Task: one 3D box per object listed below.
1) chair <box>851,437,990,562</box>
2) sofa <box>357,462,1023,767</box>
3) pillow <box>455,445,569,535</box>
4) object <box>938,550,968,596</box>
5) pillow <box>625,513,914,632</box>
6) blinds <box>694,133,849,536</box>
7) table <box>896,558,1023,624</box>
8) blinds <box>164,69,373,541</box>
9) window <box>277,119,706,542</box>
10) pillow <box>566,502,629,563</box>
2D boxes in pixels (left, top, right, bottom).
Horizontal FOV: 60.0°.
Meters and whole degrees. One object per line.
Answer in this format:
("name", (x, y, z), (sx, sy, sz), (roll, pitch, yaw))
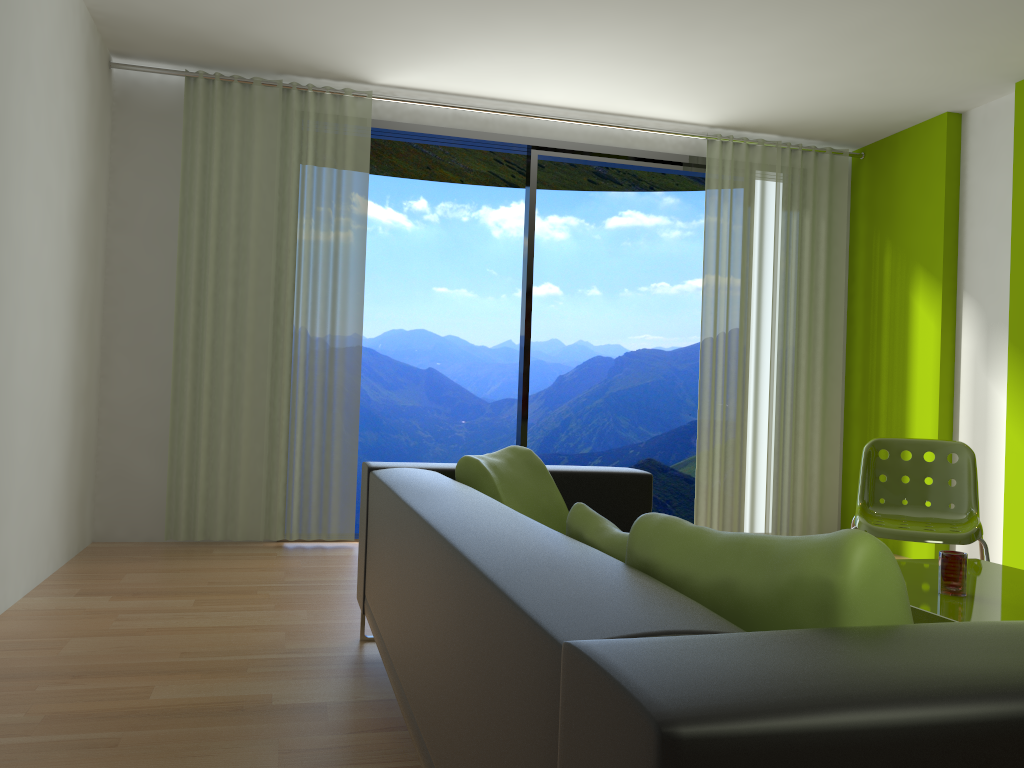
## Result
("chair", (1.675, 0.611, 3.681), (0.640, 0.759, 0.546), (2, -1, 24))
("sofa", (0.290, 0.592, 2.015), (1.061, 0.639, 2.583), (2, -1, -14))
("pillow", (-0.011, 0.385, 2.838), (0.269, 0.362, 0.399), (1, -1, 34))
("object", (1.277, 0.550, 2.570), (0.076, 0.122, 0.075), (2, -1, 20))
("pillow", (0.350, 0.373, 1.216), (0.210, 0.403, 0.457), (3, -1, -29))
("blinds", (1.676, -0.288, 5.730), (1.012, 2.568, 0.067), (2, -1, -14))
("table", (1.502, 0.785, 2.309), (0.810, 0.349, 1.682), (2, -1, -14))
("blinds", (-1.342, -0.415, 4.950), (1.012, 2.568, 0.067), (2, -1, -14))
("window", (0.290, -0.259, 5.603), (3.336, 2.498, 0.219), (2, -1, -14))
("pillow", (0.238, 0.390, 1.593), (0.164, 0.317, 0.380), (3, -1, -31))
